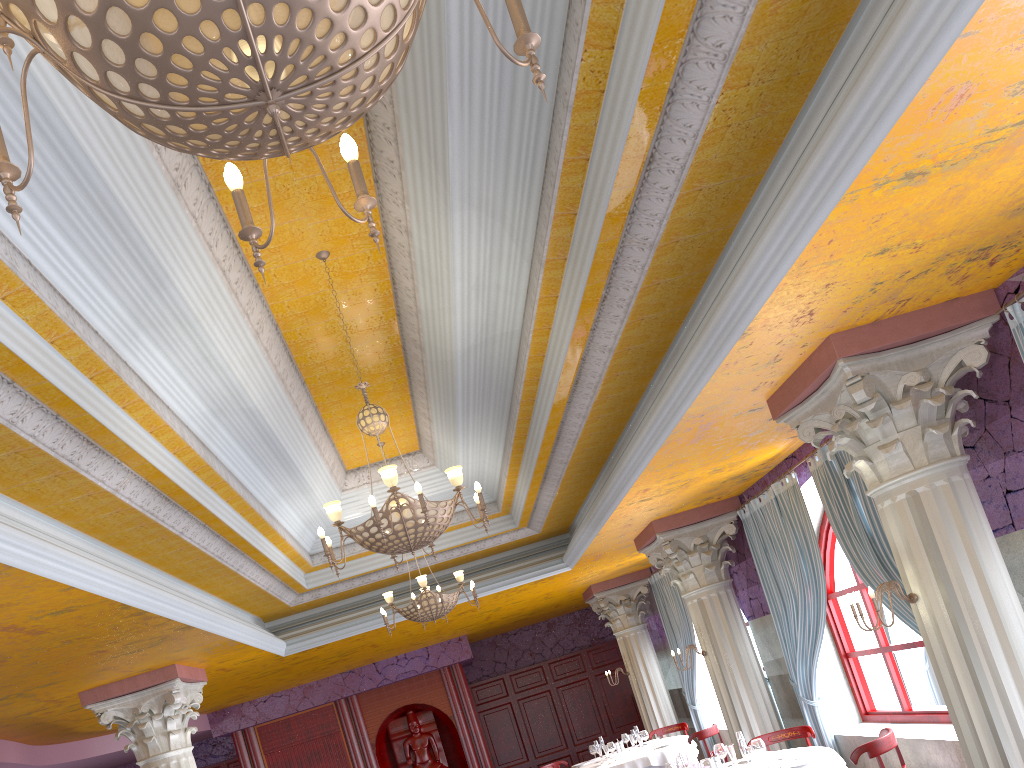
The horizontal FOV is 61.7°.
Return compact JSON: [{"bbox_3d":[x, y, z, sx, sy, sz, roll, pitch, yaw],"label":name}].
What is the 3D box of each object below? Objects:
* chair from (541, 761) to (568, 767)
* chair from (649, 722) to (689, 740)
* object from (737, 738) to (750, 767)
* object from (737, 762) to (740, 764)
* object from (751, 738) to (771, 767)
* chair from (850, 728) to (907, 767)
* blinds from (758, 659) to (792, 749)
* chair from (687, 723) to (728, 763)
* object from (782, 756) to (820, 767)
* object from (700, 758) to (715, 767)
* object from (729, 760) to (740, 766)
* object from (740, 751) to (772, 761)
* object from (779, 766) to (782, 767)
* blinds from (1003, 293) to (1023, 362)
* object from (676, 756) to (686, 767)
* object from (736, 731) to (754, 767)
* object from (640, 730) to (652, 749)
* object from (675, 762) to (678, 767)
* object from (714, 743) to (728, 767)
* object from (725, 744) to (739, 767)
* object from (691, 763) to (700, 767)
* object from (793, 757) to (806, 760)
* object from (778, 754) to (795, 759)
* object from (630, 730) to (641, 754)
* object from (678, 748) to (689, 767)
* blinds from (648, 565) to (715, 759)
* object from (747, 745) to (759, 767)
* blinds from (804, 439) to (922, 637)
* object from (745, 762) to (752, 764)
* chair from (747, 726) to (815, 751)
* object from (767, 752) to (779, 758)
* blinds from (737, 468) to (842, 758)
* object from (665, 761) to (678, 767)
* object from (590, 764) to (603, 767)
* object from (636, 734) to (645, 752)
[{"bbox_3d":[0.851,6.313,13.073,0.682,1.052,0.738,-25,-13,37],"label":"chair"},{"bbox_3d":[2.502,5.850,13.224,0.791,1.053,0.636,-26,-13,37],"label":"chair"},{"bbox_3d":[1.995,3.175,7.281,0.077,0.324,0.073,-21,-7,29],"label":"object"},{"bbox_3d":[2.196,3.648,8.258,0.023,0.003,0.252,-30,-23,33],"label":"object"},{"bbox_3d":[2.168,3.224,7.458,0.119,0.255,0.130,-11,-11,-38],"label":"object"},{"bbox_3d":[2.857,3.338,6.762,0.682,1.052,0.738,-25,-13,37],"label":"chair"},{"bbox_3d":[2.952,3.757,11.422,0.242,3.397,1.790,-17,-9,-11],"label":"blinds"},{"bbox_3d":[2.596,5.182,11.506,0.682,1.052,0.738,-25,-13,37],"label":"chair"},{"bbox_3d":[2.399,3.143,7.100,0.310,0.023,0.333,-15,-20,-7],"label":"object"},{"bbox_3d":[1.670,3.295,7.227,0.119,0.255,0.130,-11,-11,-38],"label":"object"},{"bbox_3d":[2.164,3.658,8.281,0.254,0.019,0.058,4,-28,-46],"label":"object"},{"bbox_3d":[2.335,3.562,8.175,0.310,0.023,0.333,-15,-20,-7],"label":"object"},{"bbox_3d":[2.238,3.238,7.201,0.031,0.010,0.137,-31,-24,36],"label":"object"},{"bbox_3d":[3.360,0.867,3.988,0.243,3.397,1.784,-17,-9,-8],"label":"blinds"},{"bbox_3d":[1.491,3.376,7.394,0.075,0.324,0.075,-19,-7,6],"label":"object"},{"bbox_3d":[2.119,3.333,7.811,0.072,0.324,0.077,-16,-7,-16],"label":"object"},{"bbox_3d":[1.907,5.069,12.203,0.124,0.255,0.125,-19,-9,6],"label":"object"},{"bbox_3d":[1.553,3.564,7.816,0.085,0.229,0.089,-17,-8,-5],"label":"object"},{"bbox_3d":[1.961,3.479,7.971,0.120,0.255,0.129,-16,-9,-16],"label":"object"},{"bbox_3d":[2.037,3.437,7.882,0.088,0.229,0.086,-20,-8,17],"label":"object"},{"bbox_3d":[1.602,3.362,7.313,0.088,0.229,0.086,-20,-8,17],"label":"object"},{"bbox_3d":[2.508,3.179,7.282,0.054,0.019,0.274,0,-26,-44],"label":"object"},{"bbox_3d":[2.471,3.349,7.693,0.157,0.009,0.169,2,-27,-44],"label":"object"},{"bbox_3d":[1.734,5.020,12.026,0.077,0.324,0.073,-21,-7,29],"label":"object"},{"bbox_3d":[1.614,3.534,7.924,0.072,0.324,0.078,-13,-8,-38],"label":"object"},{"bbox_3d":[2.842,4.531,13.414,0.243,3.397,1.784,-17,-9,-8],"label":"blinds"},{"bbox_3d":[2.086,3.235,7.380,0.083,0.229,0.091,-14,-9,-27],"label":"object"},{"bbox_3d":[3.208,1.946,6.763,0.242,3.397,1.790,-17,-9,-11],"label":"blinds"},{"bbox_3d":[2.235,3.536,8.001,0.029,0.010,0.147,2,-27,-45],"label":"object"},{"bbox_3d":[2.762,4.005,8.479,0.791,1.053,0.636,-26,-13,37],"label":"chair"},{"bbox_3d":[2.453,3.481,8.040,0.029,0.013,0.231,-30,-23,34],"label":"object"},{"bbox_3d":[3.098,2.720,8.755,0.243,3.397,1.784,-17,-9,-8],"label":"blinds"},{"bbox_3d":[1.463,3.550,7.740,0.124,0.255,0.125,-19,-9,6],"label":"object"},{"bbox_3d":[1.106,5.275,11.745,0.310,0.023,0.333,-15,-20,-7],"label":"object"},{"bbox_3d":[1.825,5.079,12.124,0.083,0.229,0.091,-14,-9,-27],"label":"object"}]
